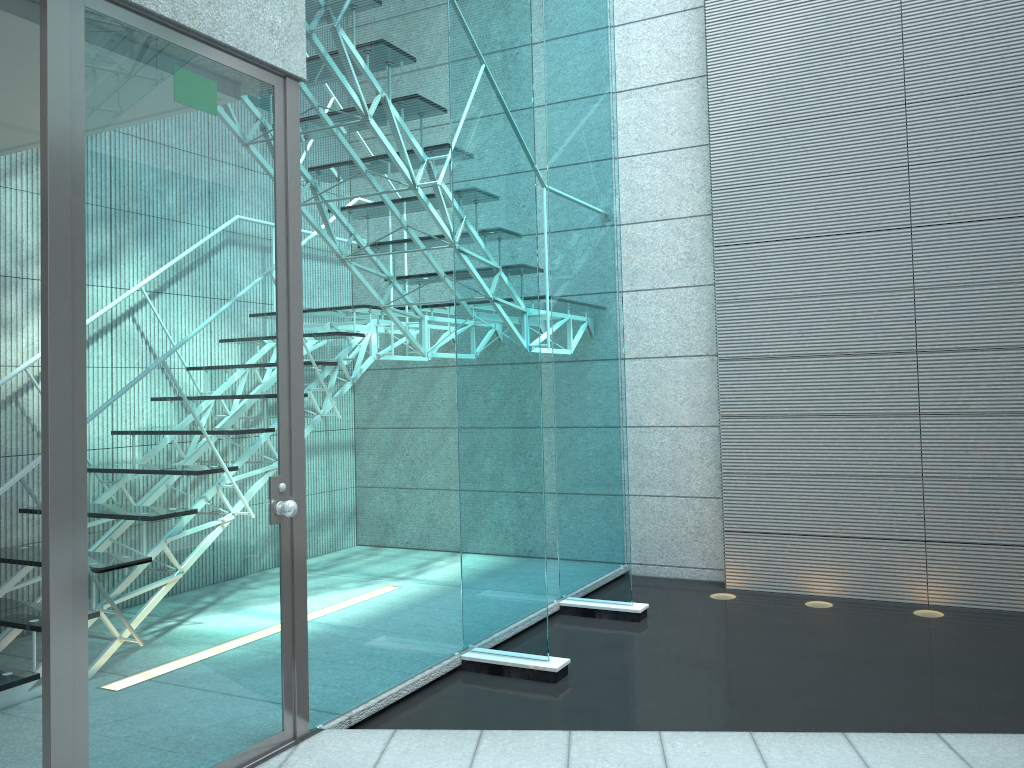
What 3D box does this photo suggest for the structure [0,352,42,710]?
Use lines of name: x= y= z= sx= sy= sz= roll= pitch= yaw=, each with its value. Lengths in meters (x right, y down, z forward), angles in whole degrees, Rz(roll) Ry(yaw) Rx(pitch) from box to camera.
structure: x=-1.015 y=-1.904 z=4.366 sx=1.909 sy=6.016 sz=3.293 roll=-3 pitch=-2 yaw=27

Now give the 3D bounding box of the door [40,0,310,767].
door: x=-0.840 y=0.050 z=2.385 sx=0.076 sy=2.067 sz=0.865 roll=-3 pitch=-2 yaw=27
